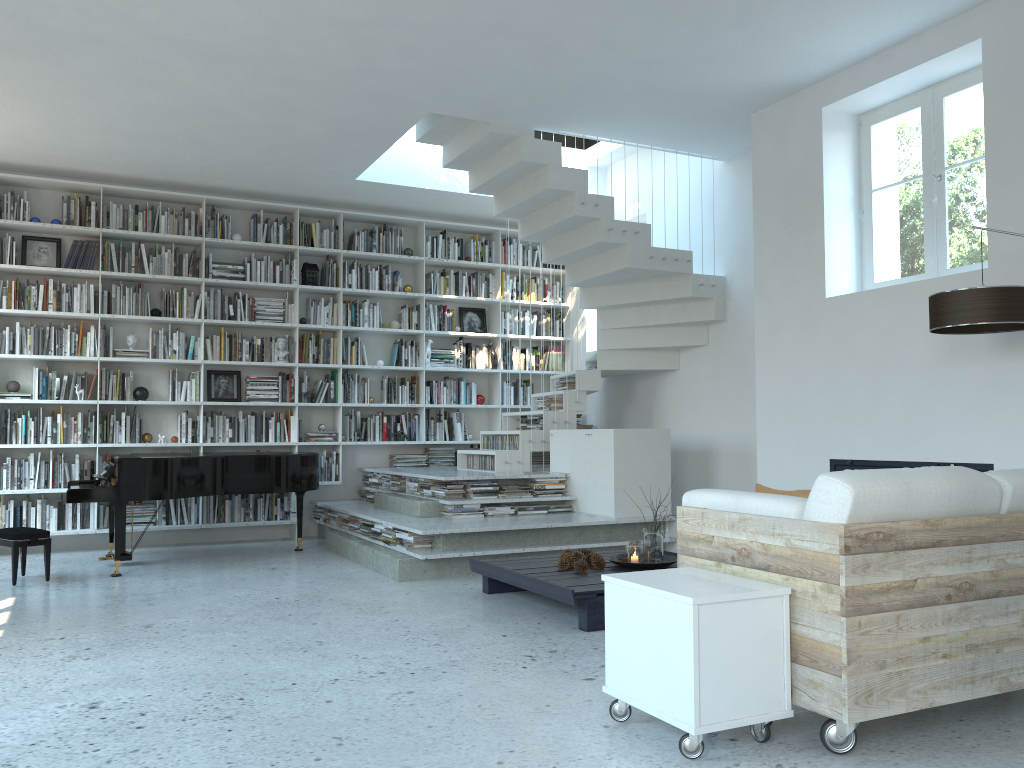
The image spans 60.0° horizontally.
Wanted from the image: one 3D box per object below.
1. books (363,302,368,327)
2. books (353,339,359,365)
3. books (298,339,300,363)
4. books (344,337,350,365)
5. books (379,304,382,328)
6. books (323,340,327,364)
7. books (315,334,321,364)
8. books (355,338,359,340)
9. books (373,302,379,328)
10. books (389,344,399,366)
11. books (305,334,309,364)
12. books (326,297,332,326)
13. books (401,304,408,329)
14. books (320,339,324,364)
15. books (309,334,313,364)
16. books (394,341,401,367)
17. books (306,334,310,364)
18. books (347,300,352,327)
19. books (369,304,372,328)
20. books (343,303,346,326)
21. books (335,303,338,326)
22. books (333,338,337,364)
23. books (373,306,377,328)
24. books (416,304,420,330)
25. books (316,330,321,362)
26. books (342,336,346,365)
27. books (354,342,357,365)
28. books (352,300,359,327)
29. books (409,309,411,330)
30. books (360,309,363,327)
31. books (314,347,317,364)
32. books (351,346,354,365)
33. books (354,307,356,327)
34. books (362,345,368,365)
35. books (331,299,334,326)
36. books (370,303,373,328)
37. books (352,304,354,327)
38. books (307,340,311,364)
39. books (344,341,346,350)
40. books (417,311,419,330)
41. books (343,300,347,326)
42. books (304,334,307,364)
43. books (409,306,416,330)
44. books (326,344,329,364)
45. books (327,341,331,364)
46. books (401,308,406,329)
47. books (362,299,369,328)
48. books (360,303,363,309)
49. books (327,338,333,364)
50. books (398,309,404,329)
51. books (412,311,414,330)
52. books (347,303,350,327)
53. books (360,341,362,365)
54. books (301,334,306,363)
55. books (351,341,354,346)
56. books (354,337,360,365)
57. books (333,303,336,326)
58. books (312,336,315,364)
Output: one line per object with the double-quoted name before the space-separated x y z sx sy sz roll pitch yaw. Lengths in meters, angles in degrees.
"books" -1.466 -0.667 8.748 0.030 0.263 0.182 1 -3 -26
"books" -1.534 -0.303 8.713 0.006 0.270 0.178 1 -3 -26
"books" -2.051 -0.302 8.473 0.014 0.244 0.145 1 -3 -26
"books" -1.615 -0.311 8.652 0.013 0.279 0.192 1 -3 -26
"books" -1.332 -0.657 8.845 0.034 0.254 0.161 1 -3 -26
"books" -1.823 -0.297 8.549 0.027 0.242 0.188 1 -3 -26
"books" -1.873 -0.323 8.529 0.019 0.293 0.182 1 -3 -26
"books" -1.531 -0.305 8.721 0.006 0.273 0.167 1 -3 -26
"books" -1.356 -0.669 8.807 0.024 0.272 0.169 1 -3 -26
"books" -1.186 -0.279 8.895 0.056 0.241 0.153 1 -3 -26
"books" -1.980 -0.325 8.488 0.035 0.293 0.145 1 -3 -26
"books" -1.780 -0.687 8.615 0.028 0.293 0.154 1 -3 -26
"books" -1.086 -0.659 8.949 0.015 0.267 0.164 1 -3 -26
"books" -1.855 -0.301 8.561 0.033 0.253 0.174 1 -3 -26
"books" -1.937 -0.325 8.513 0.019 0.294 0.164 1 -3 -26
"books" -1.150 -0.291 8.906 0.021 0.264 0.174 1 -3 -26
"books" -1.975 -0.324 8.507 0.035 0.293 0.145 1 -3 -26
"books" -1.603 -0.678 8.726 0.014 0.283 0.135 1 -3 -26
"books" -1.422 -0.656 8.781 0.025 0.244 0.183 1 -3 -26
"books" -1.663 -0.659 8.686 0.030 0.242 0.138 1 -3 -26
"books" -1.733 -0.659 8.634 0.026 0.237 0.173 1 -3 -26
"books" -1.738 -0.306 8.630 0.033 0.268 0.142 1 -3 -26
"books" -1.382 -0.648 8.807 0.021 0.232 0.183 1 -3 -26
"books" -0.964 -0.662 9.001 0.005 0.278 0.182 1 -3 -26
"books" -1.870 -0.344 8.552 0.021 0.337 0.169 1 -3 -26
"books" -1.662 -0.315 8.646 0.035 0.287 0.191 1 -3 -26
"books" -1.548 -0.289 8.716 0.017 0.242 0.132 1 -3 -26
"books" -1.539 -0.677 8.715 0.014 0.280 0.177 1 -3 -26
"books" -1.053 -0.638 8.979 0.016 0.228 0.160 1 -3 -26
"books" -1.508 -0.632 8.745 0.025 0.194 0.171 1 -3 -26
"books" -1.908 -0.266 8.553 0.030 0.181 0.131 1 -3 -26
"books" -1.575 -0.266 8.667 0.017 0.192 0.191 1 -3 -26
"books" -1.566 -0.644 8.723 0.026 0.215 0.161 1 -3 -26
"books" -1.467 -0.271 8.729 0.051 0.210 0.176 1 -3 -26
"books" -1.765 -0.679 8.620 0.025 0.277 0.173 1 -3 -26
"books" -1.409 -0.663 8.810 0.024 0.262 0.133 1 -3 -26
"books" -1.582 -0.655 8.713 0.013 0.236 0.157 1 -3 -26
"books" -1.953 -0.294 8.506 0.015 0.231 0.180 1 -3 -26
"books" -1.651 -0.292 8.672 0.007 0.244 0.145 1 -3 -26
"books" -0.975 -0.626 9.001 0.012 0.206 0.169 1 -3 -26
"books" -1.642 -0.677 8.693 0.014 0.278 0.154 1 -3 -26
"books" -1.998 -0.325 8.496 0.035 0.293 0.145 1 -3 -26
"books" -1.009 -0.652 8.983 0.016 0.256 0.176 1 -3 -26
"books" -1.804 -0.277 8.566 0.034 0.204 0.181 1 -3 -26
"books" -1.790 -0.293 8.596 0.028 0.239 0.145 1 -3 -26
"books" -1.103 -0.641 8.953 0.012 0.232 0.154 1 -3 -26
"books" -1.451 -0.681 8.784 0.027 0.295 0.159 1 -3 -26
"books" -1.495 -0.663 8.760 0.011 0.256 0.131 1 -3 -26
"books" -1.767 -0.306 8.603 0.032 0.266 0.143 1 -3 -26
"books" -1.123 -0.635 8.950 0.015 0.220 0.140 1 -3 -26
"books" -1.026 -0.625 8.984 0.013 0.202 0.173 1 -3 -26
"books" -1.622 -0.662 8.684 0.014 0.247 0.176 1 -3 -26
"books" -1.506 -0.294 8.742 0.007 0.254 0.161 1 -3 -26
"books" -2.005 -0.325 8.481 0.035 0.293 0.145 1 -3 -26
"books" -1.576 -0.290 8.697 0.008 0.242 0.169 1 -3 -26
"books" -1.523 -0.311 8.725 0.013 0.287 0.159 1 -3 -26
"books" -1.743 -0.656 8.611 0.028 0.229 0.177 1 -3 -26
"books" -1.929 -0.315 8.542 0.035 0.278 0.139 1 -3 -26
